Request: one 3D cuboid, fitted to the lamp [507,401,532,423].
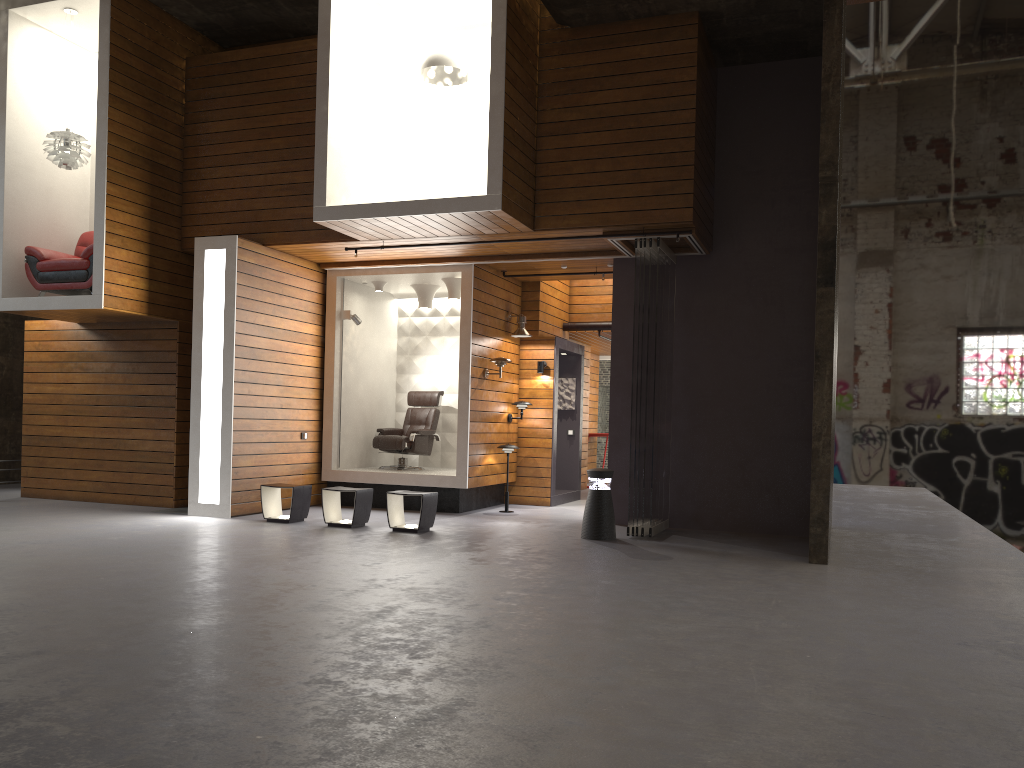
[{"bbox_3d":[0.113,0.368,11.796,0.326,0.297,0.288,1,-1,20],"label":"lamp"}]

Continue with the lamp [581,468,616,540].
[{"bbox_3d":[0.867,1.181,8.786,0.348,0.696,0.348,1,0,26],"label":"lamp"}]

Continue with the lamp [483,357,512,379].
[{"bbox_3d":[-0.171,-0.200,10.956,0.351,0.271,0.288,1,-1,20],"label":"lamp"}]

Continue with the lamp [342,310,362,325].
[{"bbox_3d":[-2.043,-0.847,11.326,0.249,0.188,0.129,2,-1,-11],"label":"lamp"}]

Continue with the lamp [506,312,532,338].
[{"bbox_3d":[0.102,-0.789,11.656,0.346,0.331,0.295,1,-1,22],"label":"lamp"}]

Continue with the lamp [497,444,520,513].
[{"bbox_3d":[-0.057,1.181,11.146,0.287,0.862,0.288,2,0,6],"label":"lamp"}]

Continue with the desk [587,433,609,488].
[{"bbox_3d":[1.847,1.425,16.557,0.844,0.985,1.718,1,-2,20],"label":"desk"}]

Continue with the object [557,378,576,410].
[{"bbox_3d":[0.765,0.148,13.284,0.380,0.478,0.048,1,0,20],"label":"object"}]

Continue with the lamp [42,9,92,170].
[{"bbox_3d":[-4.962,-3.308,9.918,0.512,1.774,0.487,2,0,-16],"label":"lamp"}]

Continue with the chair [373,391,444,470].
[{"bbox_3d":[-1.402,0.613,11.974,0.755,1.071,0.825,1,-1,35],"label":"chair"}]

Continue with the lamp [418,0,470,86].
[{"bbox_3d":[-0.680,-3.647,9.072,0.530,0.987,0.530,1,0,33],"label":"lamp"}]

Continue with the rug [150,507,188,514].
[{"bbox_3d":[-3.601,1.493,10.725,0.540,0.014,1.579,1,-3,20],"label":"rug"}]

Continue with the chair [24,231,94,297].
[{"bbox_3d":[-4.839,-1.402,10.256,1.200,0.937,0.953,1,-1,20],"label":"chair"}]
